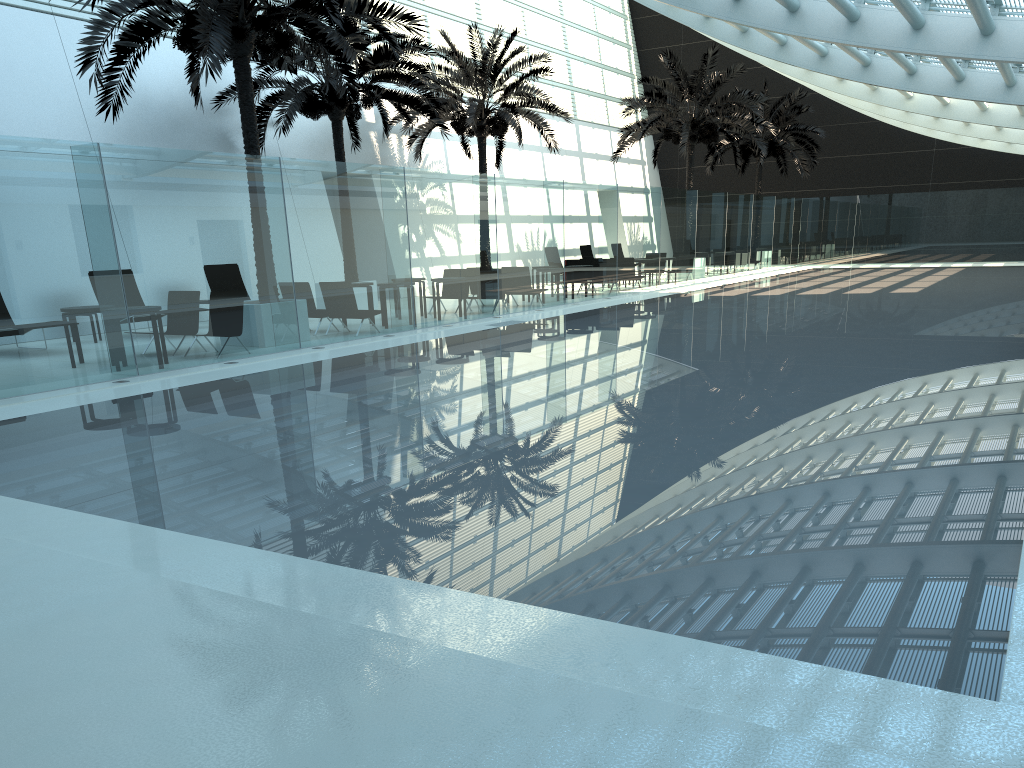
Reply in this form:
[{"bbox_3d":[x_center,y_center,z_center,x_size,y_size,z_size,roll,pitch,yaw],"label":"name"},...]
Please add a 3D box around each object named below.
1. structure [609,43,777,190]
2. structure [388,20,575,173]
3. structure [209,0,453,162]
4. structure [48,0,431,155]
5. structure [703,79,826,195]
[{"bbox_3d":[5.833,-7.064,28.388,4.790,7.342,4.264,5,18,24],"label":"structure"},{"bbox_3d":[-0.894,-6.050,24.066,4.592,7.211,4.123,-9,18,-24],"label":"structure"},{"bbox_3d":[-3.830,-5.093,19.121,4.640,7.148,4.078,1,16,10],"label":"structure"},{"bbox_3d":[-4.092,-4.143,12.902,4.353,7.342,4.695,-15,20,-38],"label":"structure"},{"bbox_3d":[10.080,-8.305,34.963,4.456,7.341,4.585,1,16,10],"label":"structure"}]
